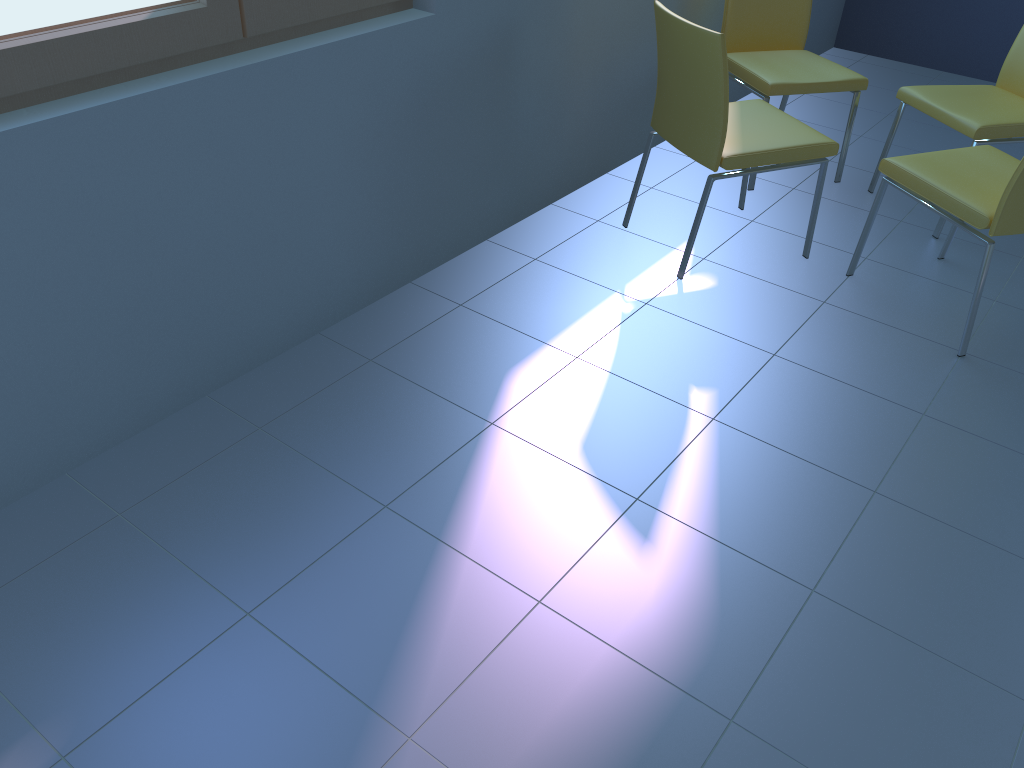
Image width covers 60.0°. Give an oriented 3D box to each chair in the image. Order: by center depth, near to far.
[{"bbox_3d":[1.296,-0.512,2.371,0.387,0.695,0.484,-11,39,-19],"label":"chair"},{"bbox_3d":[0.648,-0.737,2.625,0.484,0.695,0.387,-11,39,-19],"label":"chair"},{"bbox_3d":[1.590,-0.903,2.924,0.484,0.699,0.387,-8,38,-15],"label":"chair"},{"bbox_3d":[0.973,-1.138,3.192,0.387,0.695,0.484,-8,38,-15],"label":"chair"}]

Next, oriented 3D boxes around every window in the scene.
[{"bbox_3d":[-0.664,-1.119,1.372,0.142,1.263,1.475,26,42,28],"label":"window"}]
